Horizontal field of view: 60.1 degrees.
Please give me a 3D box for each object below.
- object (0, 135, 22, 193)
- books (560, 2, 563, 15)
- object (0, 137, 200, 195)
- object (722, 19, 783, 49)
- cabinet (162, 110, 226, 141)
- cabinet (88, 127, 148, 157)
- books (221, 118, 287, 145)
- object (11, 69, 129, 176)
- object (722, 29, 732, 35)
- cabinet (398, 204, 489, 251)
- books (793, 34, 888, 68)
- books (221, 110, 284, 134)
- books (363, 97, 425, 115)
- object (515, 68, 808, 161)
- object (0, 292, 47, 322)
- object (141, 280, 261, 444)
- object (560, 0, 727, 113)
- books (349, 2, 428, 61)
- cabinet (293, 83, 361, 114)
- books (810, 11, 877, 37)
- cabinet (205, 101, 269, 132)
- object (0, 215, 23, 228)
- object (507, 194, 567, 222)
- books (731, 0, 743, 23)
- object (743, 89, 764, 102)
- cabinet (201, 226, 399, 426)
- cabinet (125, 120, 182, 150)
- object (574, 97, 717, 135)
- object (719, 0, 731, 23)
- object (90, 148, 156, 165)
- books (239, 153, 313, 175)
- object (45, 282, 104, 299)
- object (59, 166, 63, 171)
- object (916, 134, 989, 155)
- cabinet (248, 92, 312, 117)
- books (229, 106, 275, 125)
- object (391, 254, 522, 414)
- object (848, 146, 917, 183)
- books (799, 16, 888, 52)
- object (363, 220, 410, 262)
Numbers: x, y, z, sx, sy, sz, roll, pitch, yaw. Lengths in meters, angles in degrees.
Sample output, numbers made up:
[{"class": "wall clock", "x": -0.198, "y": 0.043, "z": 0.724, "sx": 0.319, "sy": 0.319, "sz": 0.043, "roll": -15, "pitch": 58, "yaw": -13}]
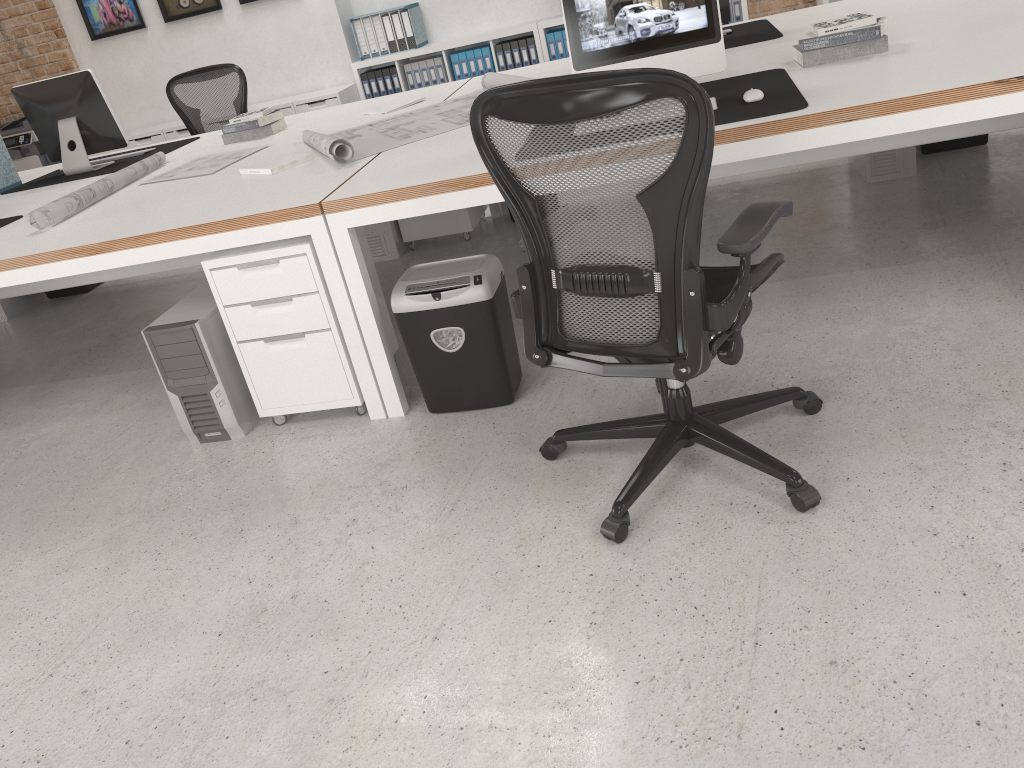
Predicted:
[{"class": "object", "x": -2.791, "y": -1.148, "z": 4.657, "sx": 0.150, "sy": 0.307, "sz": 0.286, "roll": -7, "pitch": 25, "yaw": 14}, {"class": "books", "x": 0.566, "y": -3.010, "z": 6.793, "sx": 0.387, "sy": 0.315, "sz": 0.236, "roll": -7, "pitch": 25, "yaw": 14}, {"class": "object", "x": -2.215, "y": -1.190, "z": 4.807, "sx": 0.847, "sy": 0.008, "sz": 0.701, "roll": -6, "pitch": 26, "yaw": 15}, {"class": "object", "x": 0.769, "y": -1.548, "z": 4.068, "sx": 0.847, "sy": 0.008, "sz": 0.701, "roll": -7, "pitch": 26, "yaw": 13}, {"class": "cabinet", "x": -2.548, "y": -1.913, "z": 7.478, "sx": 0.387, "sy": 0.636, "sz": 0.469, "roll": -7, "pitch": 25, "yaw": 14}, {"class": "cabinet", "x": -3.300, "y": -1.822, "z": 7.663, "sx": 0.387, "sy": 0.636, "sz": 0.469, "roll": -7, "pitch": 25, "yaw": 14}, {"class": "books", "x": -1.313, "y": -1.293, "z": 4.524, "sx": 0.271, "sy": 0.049, "sz": 0.204, "roll": -8, "pitch": 26, "yaw": 11}, {"class": "object", "x": -2.299, "y": -1.349, "z": 4.611, "sx": 0.483, "sy": 0.476, "sz": 0.193, "roll": -7, "pitch": 25, "yaw": 14}, {"class": "object", "x": 0.805, "y": -1.613, "z": 4.153, "sx": 0.438, "sy": 0.017, "sz": 0.121, "roll": -7, "pitch": 26, "yaw": 14}, {"class": "cabinet", "x": -0.414, "y": -1.120, "z": 4.802, "sx": 0.387, "sy": 0.636, "sz": 0.469, "roll": -7, "pitch": 25, "yaw": 14}, {"class": "books", "x": 1.117, "y": -1.147, "z": 3.028, "sx": 0.271, "sy": 0.049, "sz": 0.204, "roll": -8, "pitch": 26, "yaw": 11}, {"class": "books", "x": -1.313, "y": -1.325, "z": 4.482, "sx": 0.257, "sy": 0.044, "sz": 0.196, "roll": 2, "pitch": 29, "yaw": 29}, {"class": "books", "x": -0.576, "y": -1.360, "z": 4.335, "sx": 0.246, "sy": 0.019, "sz": 0.206, "roll": -32, "pitch": 31, "yaw": -33}, {"class": "object", "x": 0.466, "y": -0.871, "z": 2.833, "sx": 0.847, "sy": 0.008, "sz": 0.701, "roll": -7, "pitch": 26, "yaw": 14}, {"class": "object", "x": -3.124, "y": -0.690, "z": 5.483, "sx": 0.220, "sy": 0.447, "sz": 0.554, "roll": -7, "pitch": 25, "yaw": 14}, {"class": "object", "x": -1.059, "y": -0.114, "z": 3.284, "sx": 0.220, "sy": 0.447, "sz": 0.552, "roll": -7, "pitch": 25, "yaw": 14}, {"class": "object", "x": 0.420, "y": -1.138, "z": 2.839, "sx": 0.483, "sy": 0.476, "sz": 0.193, "roll": -7, "pitch": 25, "yaw": 14}, {"class": "books", "x": -0.992, "y": -2.858, "z": 7.184, "sx": 0.495, "sy": 0.322, "sz": 0.326, "roll": -7, "pitch": 25, "yaw": 14}, {"class": "cabinet", "x": -1.420, "y": -2.048, "z": 7.197, "sx": 0.387, "sy": 0.636, "sz": 0.469, "roll": -7, "pitch": 25, "yaw": 14}, {"class": "books", "x": 1.114, "y": -1.214, "z": 2.986, "sx": 0.184, "sy": 0.029, "sz": 0.156, "roll": -8, "pitch": 26, "yaw": 12}, {"class": "cabinet", "x": -2.172, "y": -1.956, "z": 7.381, "sx": 0.387, "sy": 0.636, "sz": 0.469, "roll": -7, "pitch": 25, "yaw": 14}, {"class": "object", "x": -2.531, "y": -0.511, "z": 3.574, "sx": 0.847, "sy": 0.008, "sz": 0.701, "roll": -7, "pitch": 26, "yaw": 14}, {"class": "object", "x": 0.108, "y": -1.148, "z": 4.810, "sx": 0.338, "sy": 0.457, "sz": 0.255, "roll": -7, "pitch": 25, "yaw": 14}, {"class": "books", "x": 1.684, "y": -2.804, "z": 6.644, "sx": 0.062, "sy": 0.256, "sz": 0.236, "roll": -8, "pitch": 25, "yaw": 14}, {"class": "object", "x": 0.722, "y": -0.866, "z": 2.652, "sx": 0.059, "sy": 0.028, "sz": 0.108, "roll": -7, "pitch": 26, "yaw": 13}, {"class": "cabinet", "x": -0.717, "y": -0.243, "z": 3.158, "sx": 0.387, "sy": 0.636, "sz": 0.469, "roll": -7, "pitch": 25, "yaw": 14}, {"class": "cabinet", "x": -2.924, "y": -1.867, "z": 7.570, "sx": 0.387, "sy": 0.636, "sz": 0.469, "roll": -7, "pitch": 25, "yaw": 14}, {"class": "object", "x": 0.409, "y": -0.826, "z": 2.739, "sx": 0.438, "sy": 0.017, "sz": 0.121, "roll": -7, "pitch": 26, "yaw": 14}, {"class": "object", "x": 0.693, "y": -1.708, "z": 3.870, "sx": 0.483, "sy": 0.476, "sz": 0.193, "roll": -7, "pitch": 25, "yaw": 14}, {"class": "object", "x": -2.188, "y": -1.253, "z": 4.894, "sx": 0.438, "sy": 0.017, "sz": 0.121, "roll": -7, "pitch": 26, "yaw": 14}, {"class": "books", "x": -0.931, "y": -0.869, "z": 3.499, "sx": 0.236, "sy": 0.023, "sz": 0.203, "roll": 13, "pitch": 36, "yaw": 43}, {"class": "object", "x": -2.804, "y": -0.798, "z": 5.531, "sx": 0.338, "sy": 0.457, "sz": 0.255, "roll": -7, "pitch": 25, "yaw": 14}, {"class": "object", "x": -2.503, "y": -1.224, "z": 4.976, "sx": 0.059, "sy": 0.028, "sz": 0.108, "roll": -7, "pitch": 26, "yaw": 13}, {"class": "object", "x": 2.123, "y": -1.390, "z": 4.311, "sx": 0.338, "sy": 0.457, "sz": 0.255, "roll": -7, "pitch": 25, "yaw": 14}, {"class": "cabinet", "x": -1.796, "y": -2.003, "z": 7.290, "sx": 0.387, "sy": 0.636, "sz": 0.469, "roll": -7, "pitch": 25, "yaw": 14}, {"class": "books", "x": -1.316, "y": -1.360, "z": 4.483, "sx": 0.184, "sy": 0.029, "sz": 0.156, "roll": -8, "pitch": 26, "yaw": 12}, {"class": "object", "x": -0.171, "y": -0.161, "z": 2.928, "sx": 0.338, "sy": 0.457, "sz": 0.255, "roll": -7, "pitch": 25, "yaw": 14}, {"class": "object", "x": 1.763, "y": -1.277, "z": 4.273, "sx": 0.220, "sy": 0.447, "sz": 0.554, "roll": -7, "pitch": 25, "yaw": 14}, {"class": "books", "x": 1.117, "y": -1.179, "z": 2.986, "sx": 0.257, "sy": 0.044, "sz": 0.196, "roll": 2, "pitch": 29, "yaw": 29}, {"class": "object", "x": -0.706, "y": -0.981, "z": 4.884, "sx": 0.220, "sy": 0.447, "sz": 0.554, "roll": -7, "pitch": 25, "yaw": 14}]
